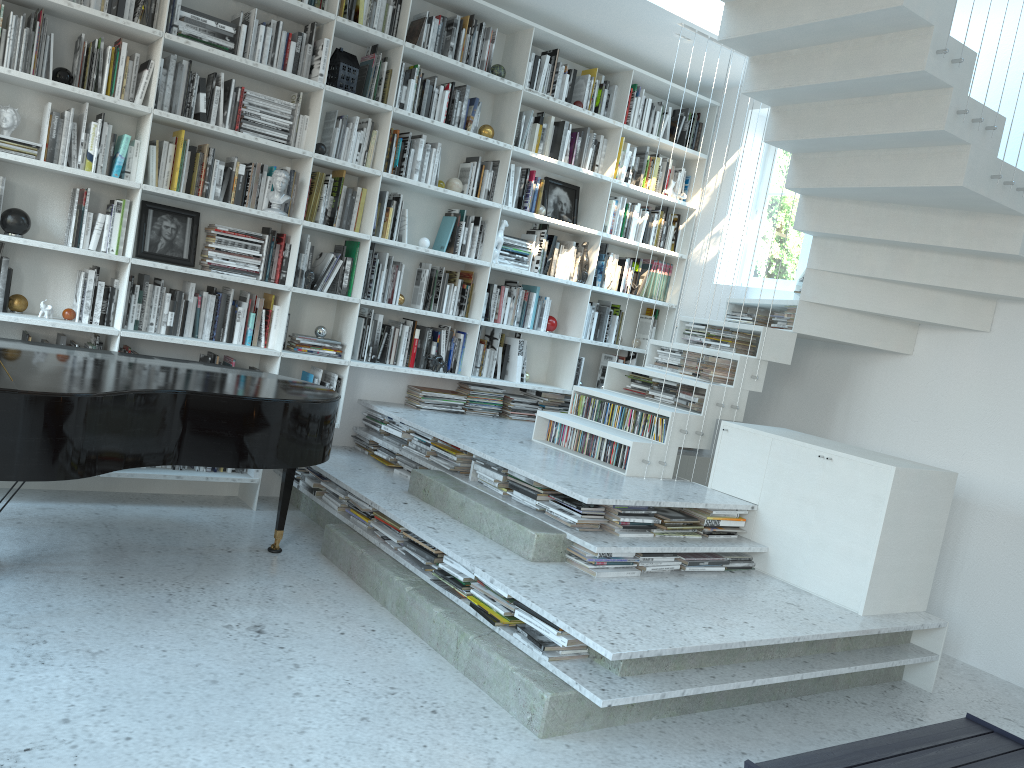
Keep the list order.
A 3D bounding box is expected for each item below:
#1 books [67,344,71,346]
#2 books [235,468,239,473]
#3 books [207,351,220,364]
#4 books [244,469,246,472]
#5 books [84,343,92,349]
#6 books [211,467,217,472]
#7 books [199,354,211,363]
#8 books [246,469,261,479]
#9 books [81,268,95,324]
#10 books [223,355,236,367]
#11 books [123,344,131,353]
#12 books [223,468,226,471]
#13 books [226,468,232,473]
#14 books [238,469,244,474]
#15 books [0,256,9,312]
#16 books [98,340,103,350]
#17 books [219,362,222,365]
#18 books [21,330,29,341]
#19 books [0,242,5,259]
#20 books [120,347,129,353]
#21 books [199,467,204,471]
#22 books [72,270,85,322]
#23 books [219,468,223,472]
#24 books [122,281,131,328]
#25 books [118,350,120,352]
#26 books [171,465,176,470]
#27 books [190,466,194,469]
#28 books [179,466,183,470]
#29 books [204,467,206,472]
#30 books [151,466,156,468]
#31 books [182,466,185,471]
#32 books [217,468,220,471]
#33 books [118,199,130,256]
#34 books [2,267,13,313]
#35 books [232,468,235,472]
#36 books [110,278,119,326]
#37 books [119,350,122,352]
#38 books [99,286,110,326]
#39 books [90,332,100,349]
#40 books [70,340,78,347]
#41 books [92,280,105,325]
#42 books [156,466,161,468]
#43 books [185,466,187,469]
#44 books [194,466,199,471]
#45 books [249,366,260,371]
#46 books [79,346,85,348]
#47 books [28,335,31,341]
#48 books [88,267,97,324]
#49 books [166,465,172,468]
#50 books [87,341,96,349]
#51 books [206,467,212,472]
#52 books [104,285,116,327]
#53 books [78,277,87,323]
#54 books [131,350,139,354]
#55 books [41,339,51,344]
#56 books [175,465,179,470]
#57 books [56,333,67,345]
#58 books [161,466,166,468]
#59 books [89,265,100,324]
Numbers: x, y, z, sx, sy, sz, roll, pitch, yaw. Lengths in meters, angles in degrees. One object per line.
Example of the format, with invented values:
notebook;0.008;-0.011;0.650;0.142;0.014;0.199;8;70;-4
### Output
books;-2.274;-0.076;4.507;0.037;0.245;0.164;7;6;-36
books;-1.581;0.362;5.073;0.013;0.256;0.176;7;6;-36
books;-1.659;-0.018;4.859;0.013;0.303;0.181;7;6;-36
books;-1.554;0.402;5.108;0.023;0.182;0.148;7;6;-36
books;-2.197;-0.074;4.560;0.012;0.260;0.146;7;6;-36
books;-1.670;0.321;4.987;0.013;0.317;0.186;7;6;-36
books;-1.699;-0.015;4.849;0.012;0.285;0.159;7;6;-36
books;-1.483;0.374;5.067;0.038;0.269;0.276;7;6;-36
books;-2.161;-0.448;4.496;0.027;0.269;0.158;7;6;-36
books;-1.587;-0.004;4.917;0.015;0.294;0.169;7;6;-36
books;-2.019;-0.057;4.607;0.012;0.285;0.137;7;6;-36
books;-1.646;0.385;5.042;0.024;0.191;0.154;7;6;-36
books;-1.620;0.383;5.046;0.022;0.205;0.191;7;6;-36
books;-1.564;0.384;5.082;0.029;0.218;0.190;7;6;-36
books;-2.463;-0.483;4.274;0.027;0.261;0.163;7;6;-36
books;-2.162;-0.084;4.587;0.022;0.290;0.160;7;6;-36
books;-1.637;0.003;4.916;0.066;0.261;0.132;7;6;-36
books;-2.430;-0.118;4.398;0.012;0.285;0.159;7;6;-36
books;-2.489;-0.521;4.250;0.050;0.328;0.166;7;6;-36
books;-2.033;-0.050;4.606;0.011;0.266;0.152;7;6;-36
books;-1.744;0.364;4.952;0.029;0.210;0.170;7;6;-36
books;-2.196;-0.446;4.485;0.012;0.254;0.160;7;6;-36
books;-1.648;0.352;5.020;0.011;0.258;0.171;7;6;-36
books;-2.028;-0.419;4.609;0.029;0.244;0.153;7;6;-36
books;-2.066;-0.052;4.587;0.014;0.261;0.131;7;6;-36
books;-1.858;0.311;4.869;0.013;0.285;0.184;7;6;-36
books;-1.796;0.354;4.947;0.040;0.212;0.129;7;6;-36
books;-1.822;0.291;4.883;0.014;0.336;0.182;7;6;-36
books;-1.721;0.325;4.961;0.011;0.293;0.183;7;6;-36
books;-1.947;0.293;4.819;0.026;0.294;0.154;7;6;-36
books;-1.816;0.315;4.895;0.014;0.288;0.184;7;6;-36
books;-1.674;0.357;5.022;0.028;0.239;0.140;7;6;-36
books;-1.999;-0.800;4.525;0.021;0.282;0.161;7;6;-36
books;-2.456;-0.459;4.303;0.023;0.212;0.159;7;6;-36
books;-1.605;0.372;5.069;0.028;0.228;0.161;7;6;-36
books;-2.077;-0.426;4.601;0.019;0.242;0.107;7;6;-36
books;-2.039;-0.042;4.582;0.026;0.252;0.182;7;6;-36
books;-2.114;-0.406;4.564;0.031;0.195;0.141;7;6;-36
books;-2.168;-0.099;4.568;0.013;0.320;0.173;7;6;-36
books;-2.240;-0.081;4.502;0.011;0.266;0.190;7;6;-36
books;-2.124;-0.419;4.530;0.029;0.221;0.153;7;6;-36
books;-1.931;0.325;4.840;0.030;0.235;0.137;7;6;-36
books;-1.812;0.327;4.920;0.024;0.262;0.131;7;6;-36
books;-1.758;0.365;4.937;0.010;0.206;0.179;7;6;-36
books;-1.477;0.031;5.023;0.022;0.249;0.129;7;6;-36
books;-2.209;-0.065;4.542;0.027;0.241;0.162;7;6;-36
books;-2.419;-0.109;4.402;0.012;0.271;0.141;7;6;-36
books;-2.153;-0.452;4.518;0.010;0.277;0.155;7;6;-36
books;-1.888;0.347;4.872;0.024;0.203;0.144;7;6;-36
books;-2.178;-0.074;4.556;0.013;0.268;0.183;7;6;-36
books;-1.697;0.351;4.970;0.044;0.251;0.186;7;6;-36
books;-2.084;-0.404;4.569;0.024;0.201;0.158;7;6;-36
books;-2.192;-0.432;4.501;0.015;0.225;0.148;7;6;-36
books;-1.983;-0.038;4.619;0.021;0.260;0.168;7;6;-36
books;-2.350;-0.089;4.443;0.022;0.252;0.187;7;6;-36
books;-1.853;0.347;4.886;0.022;0.213;0.167;7;6;-36
books;-2.303;-0.107;4.500;0.025;0.294;0.134;7;6;-36
books;-1.905;0.315;4.856;0.028;0.261;0.132;7;6;-36
books;-2.140;-0.457;4.521;0.014;0.291;0.131;7;6;-36
